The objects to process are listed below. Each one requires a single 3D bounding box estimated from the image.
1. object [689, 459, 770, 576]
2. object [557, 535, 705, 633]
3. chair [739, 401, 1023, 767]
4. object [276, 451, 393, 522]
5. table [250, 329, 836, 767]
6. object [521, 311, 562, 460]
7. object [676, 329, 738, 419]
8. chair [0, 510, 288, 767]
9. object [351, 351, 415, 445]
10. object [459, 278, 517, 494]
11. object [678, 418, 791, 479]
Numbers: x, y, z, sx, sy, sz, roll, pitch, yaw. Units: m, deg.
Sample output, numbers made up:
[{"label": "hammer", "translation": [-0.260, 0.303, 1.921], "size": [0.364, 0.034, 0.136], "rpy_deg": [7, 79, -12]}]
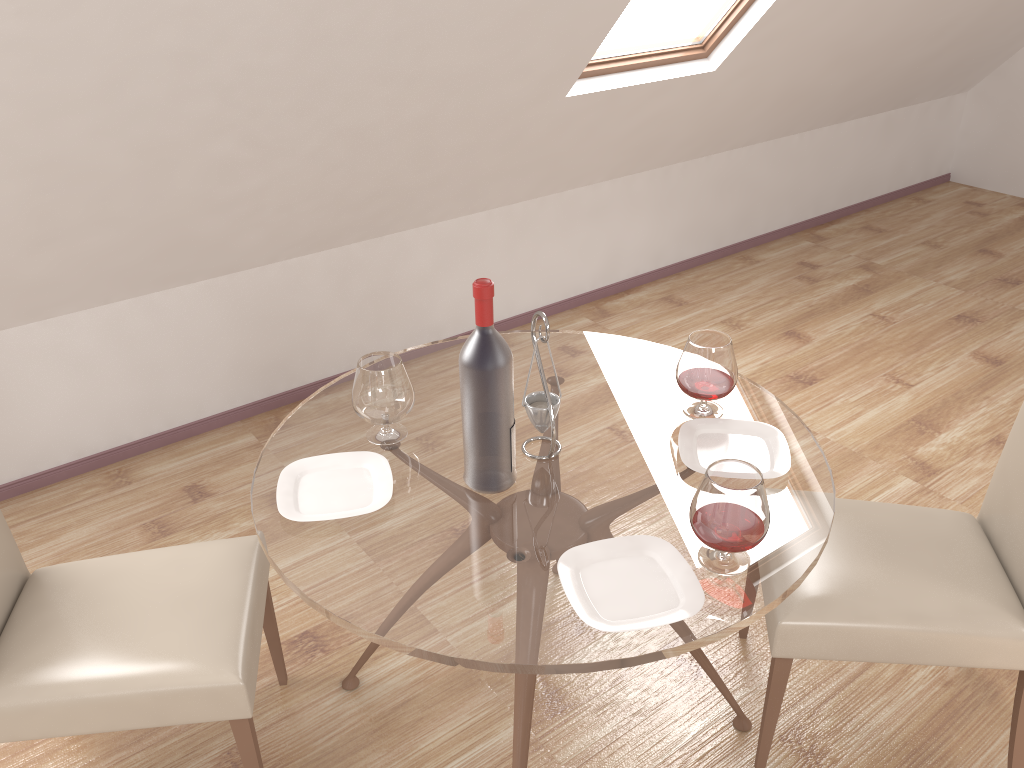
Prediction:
[{"label": "object", "translation": [0.375, 0.230, 1.533], "size": [0.136, 0.183, 0.136], "rpy_deg": [16, 33, 28]}, {"label": "object", "translation": [0.199, 0.341, 1.507], "size": [0.228, 0.020, 0.228], "rpy_deg": [-8, 30, -12]}, {"label": "chair", "translation": [0.886, 0.381, 1.992], "size": [0.618, 0.999, 0.477], "rpy_deg": [3, 29, 7]}, {"label": "object", "translation": [-0.351, 0.208, 1.767], "size": [0.228, 0.020, 0.228], "rpy_deg": [-6, 29, -9]}, {"label": "table", "translation": [0.066, 0.479, 2.078], "size": [1.198, 0.770, 1.198], "rpy_deg": [-9, 30, -13]}, {"label": "object", "translation": [0.059, 0.001, 1.813], "size": [0.086, 0.322, 0.096], "rpy_deg": [7, 30, 15]}, {"label": "object", "translation": [0.435, -0.020, 1.982], "size": [0.136, 0.183, 0.136], "rpy_deg": [16, 33, 28]}, {"label": "chair", "translation": [-0.861, 0.481, 1.876], "size": [0.618, 0.999, 0.477], "rpy_deg": [-5, 29, -8]}, {"label": "object", "translation": [-0.278, 0.031, 1.917], "size": [0.136, 0.183, 0.136], "rpy_deg": [-6, 29, -8]}, {"label": "object", "translation": [-0.048, 0.006, 1.690], "size": [0.109, 0.435, 0.109], "rpy_deg": [-24, 36, -34]}, {"label": "object", "translation": [0.463, 0.140, 1.860], "size": [0.228, 0.020, 0.228], "rpy_deg": [3, 29, 8]}]
